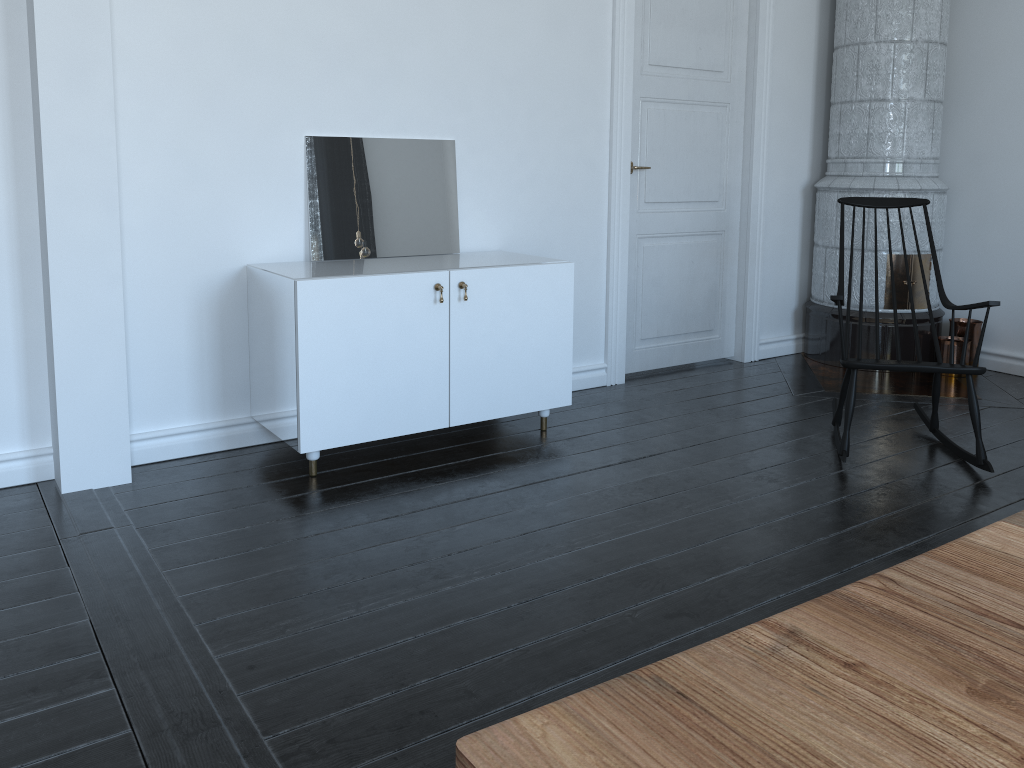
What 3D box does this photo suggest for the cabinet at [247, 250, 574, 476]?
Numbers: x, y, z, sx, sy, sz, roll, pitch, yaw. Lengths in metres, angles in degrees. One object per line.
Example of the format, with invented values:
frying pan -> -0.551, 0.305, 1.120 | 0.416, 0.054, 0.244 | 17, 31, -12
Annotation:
cabinet -> -0.382, -0.127, 3.592 | 1.207, 0.723, 0.598 | -8, 13, -34

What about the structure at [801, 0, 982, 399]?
structure -> 2.120, -1.507, 4.878 | 0.779, 2.844, 1.290 | 2, 9, 11

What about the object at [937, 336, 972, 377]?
object -> 2.454, -0.152, 4.898 | 0.173, 0.196, 0.176 | -9, 14, -43

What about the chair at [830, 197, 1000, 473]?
chair -> 1.587, -0.253, 3.633 | 0.613, 0.988, 0.922 | 2, 11, 11

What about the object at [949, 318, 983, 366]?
object -> 2.580, -0.223, 5.026 | 0.177, 0.276, 0.175 | -6, 11, -34

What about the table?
table -> 0.998, 0.770, 0.045 | 1.024, 0.703, 2.260 | -7, 15, -33

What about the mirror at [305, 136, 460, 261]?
mirror -> -0.534, -0.792, 3.746 | 0.700, 0.494, 0.054 | -7, 11, -34

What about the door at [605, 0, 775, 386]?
door -> 0.958, -1.283, 4.781 | 1.175, 2.436, 0.117 | -5, 9, -34
